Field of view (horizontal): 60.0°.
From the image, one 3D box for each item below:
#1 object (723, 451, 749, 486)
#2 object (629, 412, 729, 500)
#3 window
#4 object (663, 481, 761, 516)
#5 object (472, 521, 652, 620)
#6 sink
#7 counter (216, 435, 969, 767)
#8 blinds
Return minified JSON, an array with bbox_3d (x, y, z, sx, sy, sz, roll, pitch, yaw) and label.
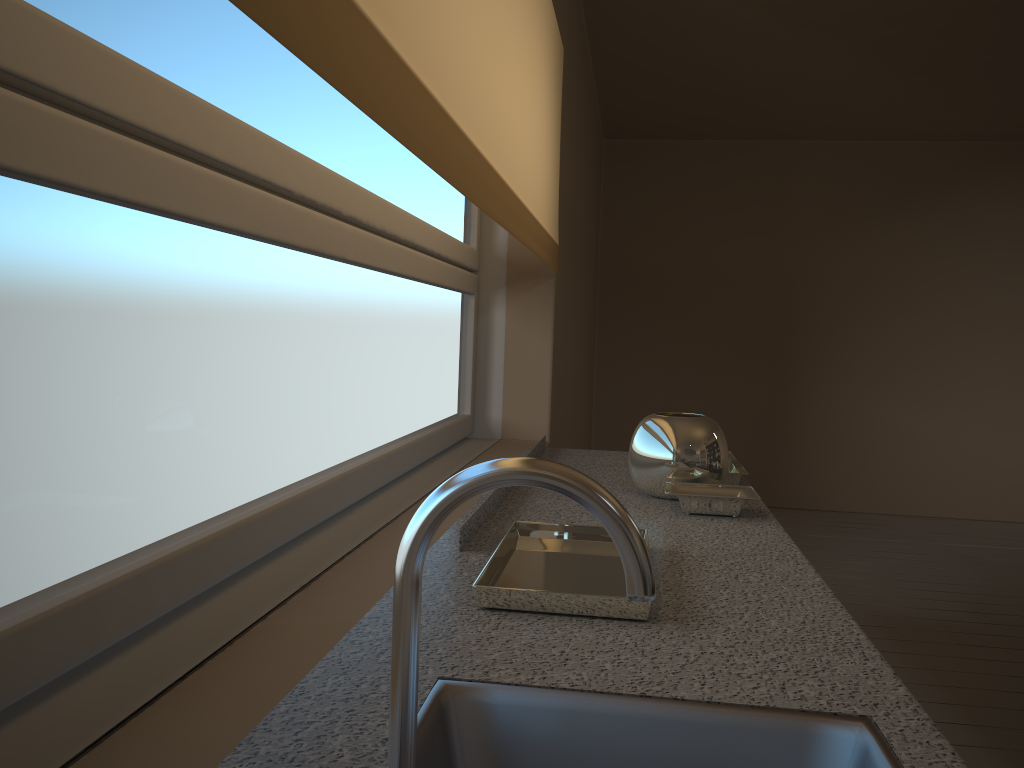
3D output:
[{"bbox_3d":[0.500,0.229,2.504,0.274,0.034,0.447,2,3,8],"label":"object"},{"bbox_3d":[0.400,0.171,2.128,0.236,0.195,0.235,3,3,25],"label":"object"},{"bbox_3d":[-0.378,-0.397,1.373,0.047,1.352,3.571,2,3,8],"label":"window"},{"bbox_3d":[0.429,0.253,1.924,0.197,0.048,0.153,2,3,8],"label":"object"},{"bbox_3d":[0.094,0.280,1.390,0.241,0.030,0.429,2,3,8],"label":"object"},{"bbox_3d":[0.106,0.301,0.664,0.458,0.481,0.539,2,2,8],"label":"sink"},{"bbox_3d":[0.088,0.325,0.805,0.652,0.068,4.244,2,3,8],"label":"counter"},{"bbox_3d":[-0.076,-0.678,1.305,0.022,0.781,3.553,2,3,8],"label":"blinds"}]
